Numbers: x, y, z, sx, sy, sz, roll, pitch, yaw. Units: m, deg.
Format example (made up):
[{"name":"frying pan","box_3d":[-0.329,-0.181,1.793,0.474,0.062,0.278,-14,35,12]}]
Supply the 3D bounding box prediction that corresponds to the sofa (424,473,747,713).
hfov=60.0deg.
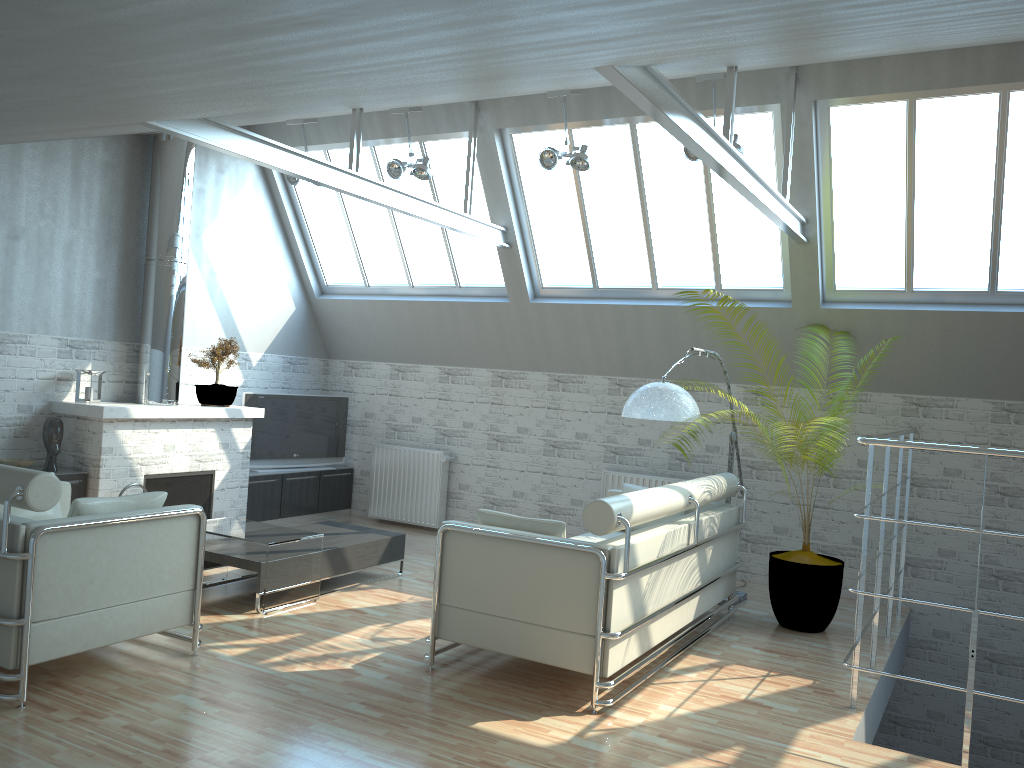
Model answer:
[{"name":"sofa","box_3d":[1.199,2.132,10.948,2.199,1.999,4.866,4,0,29]}]

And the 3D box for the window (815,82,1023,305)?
[{"name":"window","box_3d":[6.628,-2.563,12.081,4.651,2.787,1.897,4,0,29]}]

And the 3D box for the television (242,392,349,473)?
[{"name":"television","box_3d":[-4.395,0.959,17.811,0.592,1.514,2.577,4,0,39]}]

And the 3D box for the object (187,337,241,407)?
[{"name":"object","box_3d":[-5.246,-0.243,15.571,0.572,1.265,1.115,4,0,33]}]

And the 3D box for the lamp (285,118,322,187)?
[{"name":"lamp","box_3d":[-3.636,-4.074,15.495,0.808,1.172,0.619,4,0,33]}]

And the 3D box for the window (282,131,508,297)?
[{"name":"window","box_3d":[-2.255,-3.182,16.973,4.651,2.787,1.897,4,0,29]}]

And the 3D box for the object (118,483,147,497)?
[{"name":"object","box_3d":[-5.823,2.080,13.583,0.412,1.124,0.584,4,0,29]}]

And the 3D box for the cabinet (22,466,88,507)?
[{"name":"cabinet","box_3d":[-7.934,1.868,11.607,0.914,1.270,4.572,4,0,29]}]

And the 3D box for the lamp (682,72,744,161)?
[{"name":"lamp","box_3d":[2.717,-3.631,11.997,0.808,1.172,0.619,4,0,33]}]

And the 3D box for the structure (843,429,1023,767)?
[{"name":"structure","box_3d":[6.920,2.136,9.634,5.366,2.781,6.483,4,0,29]}]

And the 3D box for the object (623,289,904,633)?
[{"name":"object","box_3d":[3.309,1.079,12.015,3.777,4.386,5.015,4,0,4]}]

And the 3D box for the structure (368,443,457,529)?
[{"name":"structure","box_3d":[-2.040,2.054,18.015,1.892,1.524,0.508,4,0,29]}]

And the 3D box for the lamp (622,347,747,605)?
[{"name":"lamp","box_3d":[2.900,1.381,12.972,1.015,3.709,4.621,4,0,35]}]

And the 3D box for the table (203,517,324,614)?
[{"name":"table","box_3d":[-3.522,2.351,11.732,1.726,0.867,1.015,4,0,29]}]

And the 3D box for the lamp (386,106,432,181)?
[{"name":"lamp","box_3d":[-1.703,-3.939,14.430,0.808,1.172,0.619,4,0,33]}]

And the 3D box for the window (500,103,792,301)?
[{"name":"window","box_3d":[2.186,-2.873,14.527,4.651,2.787,1.897,4,0,29]}]

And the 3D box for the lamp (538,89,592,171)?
[{"name":"lamp","box_3d":[0.768,-3.767,13.070,0.808,1.172,0.618,4,0,33]}]

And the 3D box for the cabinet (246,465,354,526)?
[{"name":"cabinet","box_3d":[-4.581,2.215,17.765,0.908,1.016,3.234,4,0,29]}]

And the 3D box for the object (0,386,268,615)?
[{"name":"object","box_3d":[-4.988,1.424,12.210,4.859,2.558,1.528,4,0,28]}]

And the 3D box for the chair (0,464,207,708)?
[{"name":"chair","box_3d":[-4.764,1.724,8.990,2.507,2.001,2.201,4,0,29]}]

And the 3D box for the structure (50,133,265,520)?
[{"name":"structure","box_3d":[-5.747,-0.946,14.910,1.309,7.180,3.302,4,0,29]}]

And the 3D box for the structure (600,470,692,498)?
[{"name":"structure","box_3d":[2.451,2.367,15.542,1.892,1.524,0.508,4,0,29]}]
